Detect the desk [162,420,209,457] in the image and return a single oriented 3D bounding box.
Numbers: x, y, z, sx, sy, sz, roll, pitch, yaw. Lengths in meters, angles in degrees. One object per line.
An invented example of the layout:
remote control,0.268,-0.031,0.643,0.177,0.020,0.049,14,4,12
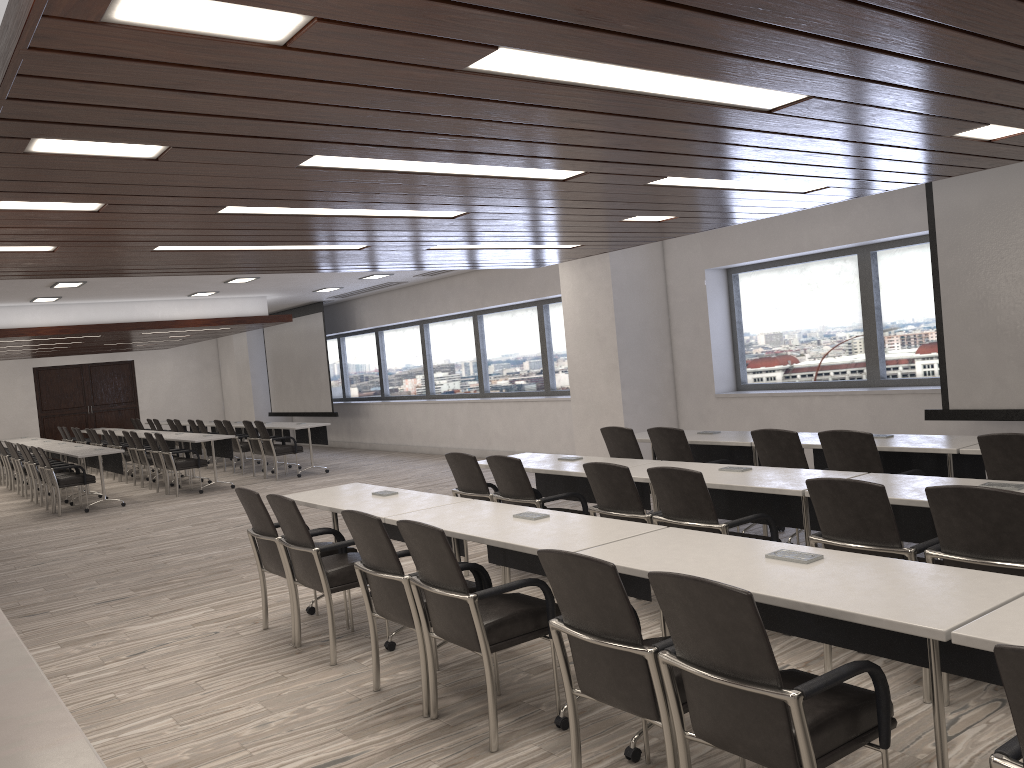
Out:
desk,-7.023,1.206,19.160,0.577,0.795,1.509,-7,2,-36

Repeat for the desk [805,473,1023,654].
desk,2.150,0.861,3.938,0.577,0.795,1.509,-7,2,-36

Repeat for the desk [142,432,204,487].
desk,-5.555,1.222,14.588,0.577,0.795,1.509,-7,2,-36

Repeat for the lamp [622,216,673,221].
lamp,0.987,-1.223,6.425,0.421,0.046,0.236,-7,2,-36

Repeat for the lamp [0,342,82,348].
lamp,-7.945,-0.670,14.757,1.496,0.045,0.236,-7,2,-36

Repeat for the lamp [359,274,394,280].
lamp,-2.027,-1.648,13.193,0.324,0.120,0.519,-7,2,-36

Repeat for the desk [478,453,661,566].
desk,0.364,0.945,6.407,0.577,0.795,1.509,-7,2,-36

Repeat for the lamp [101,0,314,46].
lamp,-0.742,-0.920,2.175,0.464,0.045,0.236,-7,2,-36

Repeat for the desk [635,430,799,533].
desk,1.569,0.804,7.283,0.577,0.795,1.509,-7,2,-36

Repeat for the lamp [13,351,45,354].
lamp,-9.363,-0.604,16.717,1.496,0.045,0.236,-7,2,-36

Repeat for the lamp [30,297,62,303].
lamp,-6.386,-1.208,12.137,0.324,0.120,0.519,-7,2,-36

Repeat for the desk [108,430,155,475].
desk,-7.334,1.306,17.047,0.577,0.795,1.509,-7,2,-36

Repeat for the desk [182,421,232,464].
desk,-6.129,1.165,17.924,0.577,0.795,1.509,-7,2,-36

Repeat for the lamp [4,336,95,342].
lamp,-7.043,-0.713,13.510,1.496,0.045,0.236,-7,2,-36

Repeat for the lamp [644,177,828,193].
lamp,1.388,-1.224,5.357,1.496,0.045,0.236,-7,2,-36

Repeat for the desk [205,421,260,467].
desk,-5.237,1.123,16.691,0.577,0.795,1.509,-7,2,-36

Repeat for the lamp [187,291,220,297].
lamp,-4.665,-1.409,13.389,0.324,0.120,0.519,-7,2,-36

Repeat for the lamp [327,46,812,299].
lamp,-1.070,-1.394,9.642,1.469,0.552,14.295,-6,2,-13

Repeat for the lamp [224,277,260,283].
lamp,-3.662,-1.456,12.003,0.324,0.120,0.519,-7,2,-36

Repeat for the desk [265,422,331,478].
desk,-3.458,1.039,14.232,0.577,0.795,1.509,-7,2,-36

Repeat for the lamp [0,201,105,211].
lamp,-2.160,-0.854,4.135,0.464,0.045,0.236,-7,2,-36

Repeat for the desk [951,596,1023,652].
desk,1.819,0.963,1.815,0.577,0.795,1.509,-7,2,-36

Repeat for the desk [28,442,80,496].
desk,-7.665,1.407,14.924,0.577,0.795,1.509,-7,2,-36

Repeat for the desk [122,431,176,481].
desk,-6.442,1.264,15.814,0.577,0.795,1.509,-7,2,-36

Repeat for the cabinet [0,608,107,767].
cabinet,-1.934,1.120,3.031,0.476,0.698,7.540,-7,2,-36

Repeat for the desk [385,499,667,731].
desk,0.033,1.047,4.284,0.577,0.795,1.509,-7,2,-36

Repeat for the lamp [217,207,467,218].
lamp,-0.916,-1.000,5.041,1.496,0.045,0.236,-7,2,-36

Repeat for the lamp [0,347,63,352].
lamp,-8.719,-0.634,15.826,1.496,0.045,0.236,-7,2,-36

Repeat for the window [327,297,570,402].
window,-1.525,-0.439,16.006,0.118,1.419,10.452,-7,2,-36

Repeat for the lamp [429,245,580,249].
lamp,-0.030,-1.158,7.316,1.496,0.045,0.236,-7,2,-36

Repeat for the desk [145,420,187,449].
desk,-7.915,1.248,20.393,0.577,0.795,1.509,-7,2,-36

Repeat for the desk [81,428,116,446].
desk,-9.120,1.389,19.516,0.577,0.795,1.509,-7,2,-36

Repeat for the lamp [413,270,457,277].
lamp,1.154,-1.558,8.384,1.499,0.552,12.001,-6,2,-19

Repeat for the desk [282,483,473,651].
desk,-0.859,1.088,5.517,0.577,0.795,1.509,-7,2,-36

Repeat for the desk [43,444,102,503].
desk,-6.778,1.366,13.699,0.577,0.795,1.509,-7,2,-36

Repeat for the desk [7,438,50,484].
desk,-9.451,1.491,17.393,0.577,0.795,1.509,-7,2,-36

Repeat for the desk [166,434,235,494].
desk,-4.663,1.181,13.355,0.577,0.795,1.509,-7,2,-36

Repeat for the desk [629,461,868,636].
desk,1.256,0.903,5.173,0.577,0.795,1.509,-7,2,-36

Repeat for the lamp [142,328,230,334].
lamp,-5.384,-0.907,14.716,1.496,0.045,0.236,-7,2,-36

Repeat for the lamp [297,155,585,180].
lamp,-0.271,-1.030,4.150,1.496,0.045,0.236,-7,2,-36

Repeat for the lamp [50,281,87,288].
lamp,-5.383,-1.254,10.751,0.324,0.120,0.519,-7,2,-36

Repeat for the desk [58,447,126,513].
desk,-5.886,1.324,12.465,0.577,0.795,1.509,-7,2,-36

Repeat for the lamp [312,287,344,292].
lamp,-3.029,-1.601,14.578,0.324,0.120,0.519,-7,2,-36

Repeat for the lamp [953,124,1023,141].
lamp,2.405,-1.289,4.465,0.421,0.046,0.236,-7,2,-36

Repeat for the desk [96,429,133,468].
desk,-8.228,1.348,18.283,0.577,0.795,1.509,-7,2,-36

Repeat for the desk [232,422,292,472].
desk,-4.350,1.081,15.465,0.577,0.795,1.509,-7,2,-36

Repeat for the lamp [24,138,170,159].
lamp,-1.516,-0.884,3.244,0.464,0.045,0.236,-7,2,-36

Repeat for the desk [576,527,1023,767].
desk,0.927,1.005,3.048,0.577,0.795,1.509,-7,2,-36

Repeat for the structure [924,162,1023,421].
structure,4.407,-0.904,5.966,0.438,2.329,3.550,-7,2,-36

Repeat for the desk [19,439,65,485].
desk,-8.557,1.449,16.158,0.577,0.795,1.509,-7,2,-36

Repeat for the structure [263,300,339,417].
structure,-4.455,-0.488,18.216,0.438,2.329,3.550,-7,2,-36

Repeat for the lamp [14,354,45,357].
lamp,-10.137,-0.568,17.786,1.496,0.045,0.236,-7,2,-36

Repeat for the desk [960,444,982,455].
desk,3.355,0.720,4.815,0.577,0.795,1.509,-7,2,-36

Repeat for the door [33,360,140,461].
door,-10.585,0.650,22.212,2.329,2.323,0.200,-7,2,-36

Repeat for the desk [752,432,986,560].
desk,2.462,0.762,6.050,0.577,0.795,1.509,-7,2,-36

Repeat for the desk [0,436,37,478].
desk,-10.343,1.533,18.627,0.577,0.795,1.509,-7,2,-36

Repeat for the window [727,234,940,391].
window,4.635,-0.728,7.491,0.118,1.419,6.968,-7,2,-36
